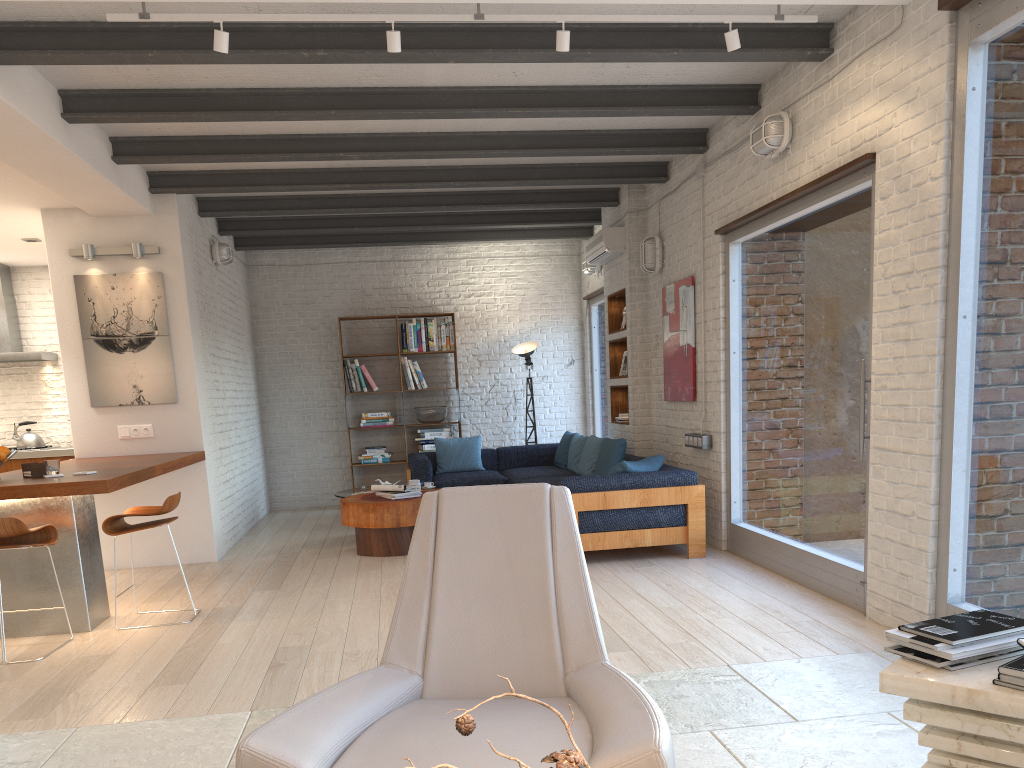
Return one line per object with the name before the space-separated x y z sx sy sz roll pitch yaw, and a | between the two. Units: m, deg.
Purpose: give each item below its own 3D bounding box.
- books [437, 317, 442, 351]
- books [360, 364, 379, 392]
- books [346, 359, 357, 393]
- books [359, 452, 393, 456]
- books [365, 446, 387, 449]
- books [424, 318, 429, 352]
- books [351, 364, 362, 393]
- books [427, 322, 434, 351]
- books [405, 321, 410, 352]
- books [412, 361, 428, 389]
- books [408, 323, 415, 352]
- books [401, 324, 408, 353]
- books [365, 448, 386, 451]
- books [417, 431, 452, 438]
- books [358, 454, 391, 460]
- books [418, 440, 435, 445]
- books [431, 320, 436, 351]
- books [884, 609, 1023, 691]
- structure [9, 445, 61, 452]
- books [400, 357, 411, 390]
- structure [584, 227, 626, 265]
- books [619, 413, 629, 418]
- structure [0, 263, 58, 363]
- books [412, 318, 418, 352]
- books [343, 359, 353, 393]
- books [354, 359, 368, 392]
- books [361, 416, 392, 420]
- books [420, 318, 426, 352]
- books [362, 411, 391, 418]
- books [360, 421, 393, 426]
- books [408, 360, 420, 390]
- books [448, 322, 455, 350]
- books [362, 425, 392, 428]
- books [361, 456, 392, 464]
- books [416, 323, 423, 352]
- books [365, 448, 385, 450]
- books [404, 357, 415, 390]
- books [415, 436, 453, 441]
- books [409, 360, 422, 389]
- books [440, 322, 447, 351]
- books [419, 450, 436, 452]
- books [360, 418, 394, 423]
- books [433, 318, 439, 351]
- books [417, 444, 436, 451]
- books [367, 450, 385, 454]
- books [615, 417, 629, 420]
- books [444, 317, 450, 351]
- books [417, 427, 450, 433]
books | -0.855 -0.574 10.206 0.036 0.391 0.239 -4 7 -8
books | -1.668 -0.067 10.199 0.194 0.325 0.249 -4 6 -8
books | -1.866 -0.090 10.158 0.091 0.392 0.239 -4 7 -8
books | -1.610 0.830 10.329 0.378 0.018 0.241 -3 0 -15
books | -1.614 0.750 10.325 0.252 0.017 0.160 -3 0 -7
books | -1.005 -0.566 10.187 0.036 0.391 0.239 -4 7 -8
books | -1.816 -0.067 10.187 0.102 0.341 0.249 -4 6 -8
books | -0.955 -0.541 10.183 0.055 0.336 0.249 -4 6 -8
books | -1.220 -0.542 10.171 0.021 0.366 0.266 -4 6 -8
books | -1.086 -0.101 10.249 0.158 0.336 0.249 -4 6 -8
books | -1.178 -0.530 10.161 0.055 0.336 0.249 -4 6 -8
books | -1.258 -0.525 10.170 0.055 0.336 0.249 -4 6 -8
books | -1.624 0.777 10.348 0.235 0.019 0.169 -3 0 -14
books | -0.930 0.601 10.397 0.378 0.066 0.241 -3 0 -13
books | -1.626 0.858 10.341 0.379 0.037 0.241 -3 0 -7
books | -0.946 0.684 10.378 0.325 0.056 0.251 -3 0 -13
books | -0.920 -0.557 10.200 0.021 0.366 0.266 -4 6 -8
books | 1.321 0.698 2.244 0.387 0.081 0.563 -3 0 -24
structure | -5.254 0.687 9.127 0.810 0.032 0.581 -3 0 -8
books | -1.249 -0.119 10.242 0.101 0.392 0.239 -4 7 -8
structure | 0.874 -1.297 8.265 0.200 0.223 0.803 -4 0 -8
books | 1.122 0.308 8.542 0.132 0.034 0.202 -3 0 2
structure | -5.330 -0.724 8.949 0.984 1.014 0.447 -4 8 -7
books | -1.134 -0.560 10.166 0.036 0.391 0.239 -4 7 -8
books | -1.902 -0.088 10.145 0.091 0.392 0.239 -4 7 -8
books | -1.758 -0.094 10.160 0.121 0.389 0.239 -4 7 -8
books | -1.595 0.401 10.270 0.355 0.021 0.268 -3 0 -9
books | -1.040 -0.565 10.173 0.036 0.391 0.239 -4 7 -8
books | -1.589 0.362 10.263 0.326 0.056 0.251 -3 0 -5
books | -1.599 0.467 10.268 0.378 0.037 0.241 -3 0 -12
books | -1.156 -0.107 10.243 0.124 0.356 0.266 -4 6 -8
books | -0.714 -0.553 10.245 0.055 0.336 0.249 -4 6 -8
books | -1.589 0.496 10.280 0.355 0.021 0.268 -3 0 -8
books | -1.602 0.904 10.344 0.326 0.056 0.251 -3 0 2
books | -1.088 -0.534 10.191 0.055 0.336 0.249 -4 6 -8
books | -1.617 0.763 10.340 0.242 0.008 0.154 -3 0 -7
books | -1.208 -0.121 10.224 0.103 0.391 0.239 -4 7 -8
books | -0.934 0.644 10.385 0.444 0.021 0.268 -3 0 -7
books | -1.136 -0.108 10.255 0.124 0.356 0.266 -4 6 -8
books | -0.807 -0.549 10.211 0.055 0.336 0.249 -4 6 -8
books | -0.928 0.805 10.428 0.362 0.056 0.278 -3 0 -5
books | -1.589 0.430 10.256 0.378 0.037 0.241 -3 0 -14
books | -0.894 -0.572 10.215 0.036 0.391 0.239 -4 7 -8
books | -0.918 0.744 10.403 0.378 0.066 0.241 -3 0 -21
books | -1.616 0.804 10.347 0.205 0.034 0.130 -3 0 -7
books | 1.123 0.335 8.539 0.171 0.019 0.233 -3 0 -6
books | -0.762 -0.579 10.218 0.036 0.391 0.239 -4 7 -8
books | -0.936 0.550 10.383 0.379 0.037 0.241 -3 0 -7
